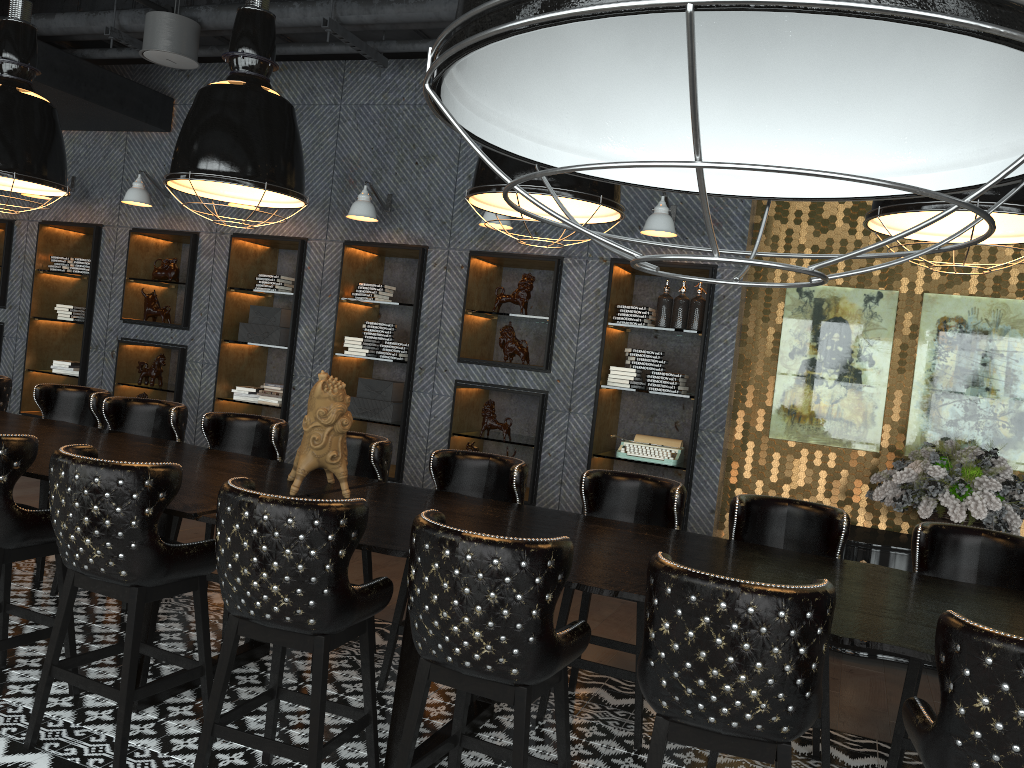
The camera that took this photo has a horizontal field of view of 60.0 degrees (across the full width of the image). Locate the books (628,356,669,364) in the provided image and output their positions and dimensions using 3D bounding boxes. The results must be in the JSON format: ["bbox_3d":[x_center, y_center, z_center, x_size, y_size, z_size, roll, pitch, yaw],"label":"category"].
[{"bbox_3d":[0.972,-0.169,6.349,0.245,0.028,0.193,6,2,-9],"label":"books"}]

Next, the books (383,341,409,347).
[{"bbox_3d":[-0.878,-0.317,7.101,0.245,0.028,0.193,7,2,16],"label":"books"}]

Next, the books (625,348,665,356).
[{"bbox_3d":[0.949,-0.229,6.359,0.245,0.028,0.193,6,2,-8],"label":"books"}]

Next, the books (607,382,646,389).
[{"bbox_3d":[0.826,0.011,6.395,0.194,0.028,0.245,8,2,36],"label":"books"}]

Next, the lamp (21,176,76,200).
[{"bbox_3d":[-4.117,-1.795,7.940,0.244,0.287,0.489,8,2,37],"label":"lamp"}]

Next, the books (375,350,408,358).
[{"bbox_3d":[-0.935,-0.237,7.068,0.245,0.028,0.193,8,2,32],"label":"books"}]

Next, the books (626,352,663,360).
[{"bbox_3d":[0.944,-0.201,6.354,0.245,0.028,0.193,6,2,1],"label":"books"}]

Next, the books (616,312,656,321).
[{"bbox_3d":[0.894,-0.485,6.382,0.245,0.028,0.193,7,2,23],"label":"books"}]

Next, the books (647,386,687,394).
[{"bbox_3d":[1.102,0.045,6.289,0.245,0.028,0.193,7,2,22],"label":"books"}]

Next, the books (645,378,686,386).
[{"bbox_3d":[1.093,-0.013,6.305,0.245,0.028,0.193,7,2,23],"label":"books"}]

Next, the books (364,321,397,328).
[{"bbox_3d":[-1.055,-0.479,7.145,0.245,0.028,0.193,6,2,-4],"label":"books"}]

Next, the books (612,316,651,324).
[{"bbox_3d":[0.863,-0.461,6.394,0.245,0.028,0.193,7,2,25],"label":"books"}]

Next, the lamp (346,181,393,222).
[{"bbox_3d":[-1.031,-1.373,6.728,0.244,0.287,0.489,8,2,37],"label":"lamp"}]

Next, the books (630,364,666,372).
[{"bbox_3d":[0.972,-0.113,6.364,0.245,0.028,0.193,7,2,4],"label":"books"}]

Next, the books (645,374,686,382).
[{"bbox_3d":[1.099,-0.041,6.314,0.245,0.028,0.193,7,2,27],"label":"books"}]

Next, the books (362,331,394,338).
[{"bbox_3d":[-1.073,-0.395,7.117,0.245,0.028,0.193,6,2,-7],"label":"books"}]

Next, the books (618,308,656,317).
[{"bbox_3d":[0.910,-0.512,6.388,0.245,0.028,0.193,7,2,21],"label":"books"}]

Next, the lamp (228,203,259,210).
[{"bbox_3d":[-2.035,-1.542,7.123,0.244,0.287,0.489,8,2,37],"label":"lamp"}]

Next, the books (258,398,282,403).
[{"bbox_3d":[-1.989,0.140,7.444,0.224,0.021,0.158,7,2,30],"label":"books"}]

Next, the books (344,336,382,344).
[{"bbox_3d":[-1.202,-0.355,7.163,0.194,0.028,0.245,7,2,28],"label":"books"}]

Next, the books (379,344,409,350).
[{"bbox_3d":[-0.920,-0.293,7.107,0.245,0.028,0.193,7,2,11],"label":"books"}]

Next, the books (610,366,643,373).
[{"bbox_3d":[0.820,-0.103,6.371,0.193,0.028,0.245,7,2,19],"label":"books"}]

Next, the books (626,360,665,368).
[{"bbox_3d":[0.945,-0.143,6.314,0.245,0.028,0.193,6,2,-3],"label":"books"}]

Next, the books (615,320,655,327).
[{"bbox_3d":[0.890,-0.429,6.393,0.245,0.028,0.193,7,2,26],"label":"books"}]

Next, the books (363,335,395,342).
[{"bbox_3d":[-1.071,-0.367,7.125,0.245,0.028,0.193,6,2,-10],"label":"books"}]

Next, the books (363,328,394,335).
[{"bbox_3d":[-1.078,-0.425,7.154,0.245,0.028,0.193,6,2,-9],"label":"books"}]

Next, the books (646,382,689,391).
[{"bbox_3d":[1.103,0.017,6.290,0.245,0.028,0.193,8,2,34],"label":"books"}]

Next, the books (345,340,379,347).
[{"bbox_3d":[-1.195,-0.325,7.137,0.194,0.028,0.245,8,2,34],"label":"books"}]

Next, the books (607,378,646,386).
[{"bbox_3d":[0.829,-0.015,6.341,0.194,0.028,0.245,8,2,42],"label":"books"}]

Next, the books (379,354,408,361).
[{"bbox_3d":[-0.908,-0.206,7.089,0.245,0.028,0.193,7,2,25],"label":"books"}]

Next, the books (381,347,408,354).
[{"bbox_3d":[-0.898,-0.263,7.119,0.245,0.028,0.193,7,2,17],"label":"books"}]

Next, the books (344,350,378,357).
[{"bbox_3d":[-1.218,-0.243,7.159,0.193,0.028,0.245,7,2,14],"label":"books"}]

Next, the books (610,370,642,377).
[{"bbox_3d":[0.817,-0.075,6.373,0.193,0.028,0.245,7,2,16],"label":"books"}]

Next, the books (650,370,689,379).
[{"bbox_3d":[1.121,-0.067,6.306,0.245,0.028,0.193,7,2,20],"label":"books"}]

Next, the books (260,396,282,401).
[{"bbox_3d":[-1.988,0.118,7.444,0.228,0.022,0.202,7,2,24],"label":"books"}]

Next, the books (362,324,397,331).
[{"bbox_3d":[-1.068,-0.452,7.136,0.245,0.028,0.194,6,2,-18],"label":"books"}]

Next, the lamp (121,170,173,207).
[{"bbox_3d":[-3.052,-1.644,7.521,0.244,0.287,0.489,8,2,37],"label":"lamp"}]

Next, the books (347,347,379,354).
[{"bbox_3d":[-1.177,-0.267,7.144,0.193,0.028,0.245,7,2,20],"label":"books"}]

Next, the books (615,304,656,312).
[{"bbox_3d":[0.893,-0.542,6.395,0.245,0.028,0.193,7,2,24],"label":"books"}]

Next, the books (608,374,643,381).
[{"bbox_3d":[0.818,-0.046,6.382,0.193,0.028,0.245,7,2,23],"label":"books"}]

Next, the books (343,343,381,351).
[{"bbox_3d":[-1.214,-0.300,7.178,0.193,0.028,0.245,7,2,27],"label":"books"}]
